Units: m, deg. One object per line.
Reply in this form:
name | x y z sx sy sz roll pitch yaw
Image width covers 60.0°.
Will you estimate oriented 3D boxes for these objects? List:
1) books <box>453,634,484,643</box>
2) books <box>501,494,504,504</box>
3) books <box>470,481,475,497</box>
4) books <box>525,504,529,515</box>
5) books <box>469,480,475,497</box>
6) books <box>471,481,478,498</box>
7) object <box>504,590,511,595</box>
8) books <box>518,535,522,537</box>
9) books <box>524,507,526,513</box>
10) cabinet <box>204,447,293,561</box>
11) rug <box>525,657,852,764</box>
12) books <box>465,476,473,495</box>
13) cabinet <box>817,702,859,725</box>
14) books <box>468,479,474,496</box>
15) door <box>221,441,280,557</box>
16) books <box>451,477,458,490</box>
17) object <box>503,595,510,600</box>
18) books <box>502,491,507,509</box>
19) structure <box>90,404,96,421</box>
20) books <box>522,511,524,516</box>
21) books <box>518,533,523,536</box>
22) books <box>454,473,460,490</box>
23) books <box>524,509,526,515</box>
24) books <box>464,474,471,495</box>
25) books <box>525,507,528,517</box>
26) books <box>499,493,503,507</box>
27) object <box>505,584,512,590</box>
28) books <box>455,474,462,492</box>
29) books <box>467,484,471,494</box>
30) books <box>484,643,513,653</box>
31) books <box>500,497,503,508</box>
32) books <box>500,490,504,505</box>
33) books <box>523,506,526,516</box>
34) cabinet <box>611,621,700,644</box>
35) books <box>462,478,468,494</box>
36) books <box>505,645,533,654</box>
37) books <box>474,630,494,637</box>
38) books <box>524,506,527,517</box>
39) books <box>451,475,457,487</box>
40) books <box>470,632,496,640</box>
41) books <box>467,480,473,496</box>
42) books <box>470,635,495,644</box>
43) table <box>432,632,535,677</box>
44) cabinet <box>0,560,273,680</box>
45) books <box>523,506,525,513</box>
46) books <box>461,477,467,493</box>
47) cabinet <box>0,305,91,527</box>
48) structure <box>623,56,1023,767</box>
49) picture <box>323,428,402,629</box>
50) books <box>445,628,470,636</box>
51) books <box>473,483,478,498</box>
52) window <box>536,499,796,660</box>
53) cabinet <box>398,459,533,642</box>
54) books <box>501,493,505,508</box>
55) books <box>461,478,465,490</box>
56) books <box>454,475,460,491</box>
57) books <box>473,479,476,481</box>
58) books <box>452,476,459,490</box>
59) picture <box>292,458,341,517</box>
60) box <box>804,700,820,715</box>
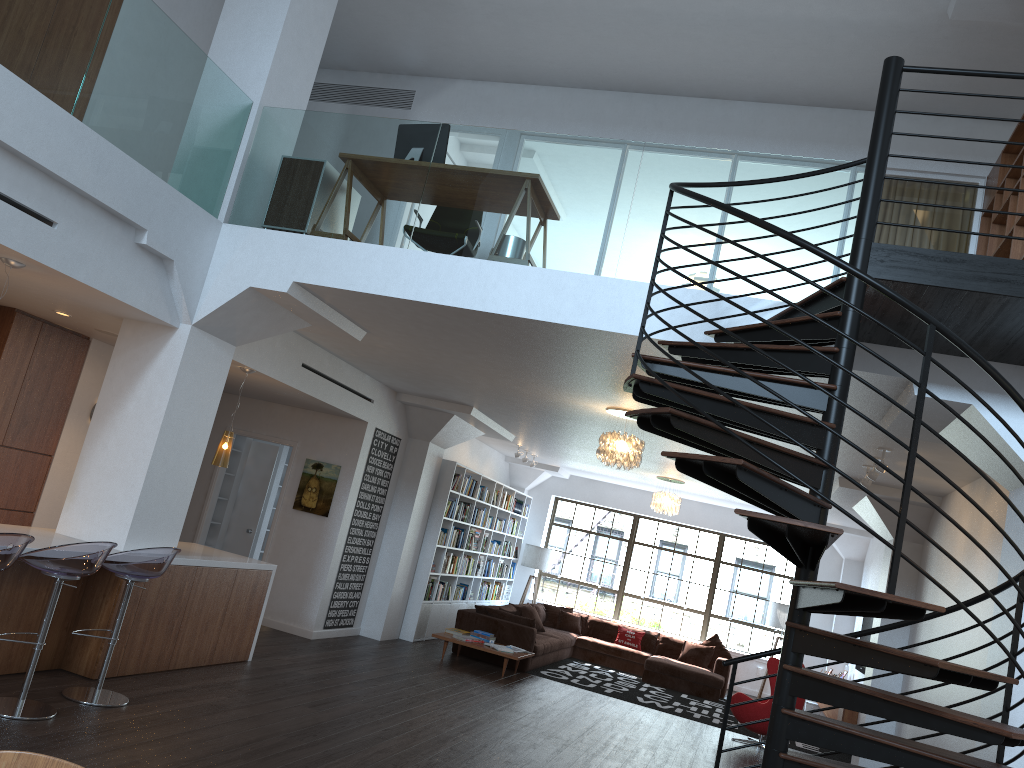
books | -0.536 3.118 10.852 0.236 0.035 0.340 5 -13 41
books | -0.236 1.895 14.509 0.159 0.241 0.038 10 -10 17
books | -0.649 1.511 12.901 0.174 0.243 0.085 10 -10 17
books | 0.211 2.296 16.132 0.140 0.231 0.042 10 -10 17
books | -0.664 1.495 12.867 0.182 0.255 0.077 10 -10 17
books | -0.624 1.528 12.999 0.182 0.255 0.077 10 -10 17
object | -0.224 3.667 15.719 0.331 0.088 0.410 10 -10 17
books | 0.021 2.696 15.889 0.284 0.035 0.197 3 -14 46
books | 0.171 2.286 15.978 0.128 0.178 0.021 10 -10 17
cabinet | -3.549 1.373 12.128 0.527 2.991 2.630 10 -10 17
rug | 2.463 4.341 12.045 4.200 0.007 3.100 10 -10 18
books | -0.704 1.443 12.729 0.197 0.290 0.136 10 -10 17
cabinet | 4.528 4.381 12.142 0.459 0.350 4.501 10 -10 17
books | -0.666 1.488 12.819 0.182 0.253 0.098 10 -10 17
door | -3.606 1.713 11.369 0.826 2.032 0.174 10 -10 17
books | -0.865 1.340 12.138 0.167 0.210 0.162 10 -10 17
object | -0.244 3.751 15.704 0.331 0.088 0.410 10 -10 17
books | -0.198 1.901 14.635 0.176 0.290 0.053 10 -10 17
structure | -4.021 0.304 8.726 0.040 0.300 0.300 10 -10 17
books | 0.154 2.280 15.889 0.110 0.153 0.019 10 -10 17
books | 0.029 2.663 15.895 0.284 0.033 0.197 7 -12 32
books | -0.826 1.350 12.263 0.159 0.248 0.089 10 -10 17
books | 0.178 2.292 15.998 0.128 0.178 0.022 10 -10 17
books | -0.715 1.429 12.669 0.176 0.293 0.125 10 -10 17
books | 0.201 2.306 16.089 0.139 0.191 0.036 10 -10 17
books | -0.267 1.861 14.376 0.189 0.247 0.057 10 -10 17
object | -0.211 3.581 15.736 0.316 0.088 0.410 10 -10 17
books | -0.813 1.359 12.304 0.170 0.251 0.118 10 -10 17
books | -0.692 1.486 12.757 0.161 0.222 0.083 10 -10 17
books | -0.160 3.184 10.727 0.231 0.040 0.342 20 -12 -32
books | -0.236 1.904 14.461 0.144 0.207 0.048 10 -10 17
books | -0.231 1.851 14.423 0.140 0.298 0.044 10 -10 17
books | 0.159 2.276 15.956 0.134 0.184 0.030 10 -10 17
cabinet | 2.396 4.566 15.208 1.520 0.625 0.350 10 -10 17
books | -0.737 1.433 12.581 0.174 0.242 0.105 10 -10 17
books | 0.072 3.289 11.005 0.256 0.035 0.350 4 -13 42
books | -0.353 3.157 11.224 0.224 0.027 0.157 9 -11 22
books | 0.188 2.294 16.052 0.136 0.196 0.045 10 -10 17
books | -0.879 1.318 12.051 0.182 0.215 0.188 10 -10 17
books | -0.364 3.186 11.222 0.279 0.035 0.191 8 -11 27
books | -0.677 1.482 12.788 0.159 0.248 0.089 10 -10 17
books | -0.369 3.221 11.210 0.312 0.037 0.216 12 -10 7
table | -0.369 3.325 10.889 1.100 0.271 0.853 10 -10 17
cabinet | -3.231 1.480 5.944 0.898 0.796 4.493 10 -10 17
books | 0.153 2.274 15.931 0.128 0.178 0.022 10 -10 17
books | -0.753 1.417 12.532 0.170 0.251 0.118 10 -10 17
cabinet | -5.228 0.106 5.825 0.598 2.499 5.299 10 -10 17
structure | 1.462 0.433 4.169 1.998 4.352 1.998 17 -11 -22
picture | -1.776 1.748 10.685 0.021 2.380 0.800 10 -10 17
books | -0.682 3.149 11.248 0.241 0.045 0.334 10 -10 18
books | -0.617 1.552 13.065 0.167 0.233 0.077 10 -10 17
window | 2.817 3.478 15.936 4.648 1.905 0.114 10 -10 17
cabinet | -0.674 2.677 13.934 0.461 2.414 4.500 10 -10 17
books | -0.221 1.904 14.552 0.171 0.246 0.057 10 -10 17
books | -0.769 1.415 12.458 0.161 0.222 0.084 10 -10 17
books | -0.829 1.357 12.230 0.161 0.222 0.084 10 -10 17
books | -0.655 1.508 12.961 0.180 0.265 0.103 10 -10 17
books | -0.840 1.351 12.198 0.161 0.218 0.101 10 -10 17
picture | -2.256 1.197 10.255 0.450 0.600 0.030 10 -10 17
box | 4.866 5.244 14.377 0.228 0.165 0.368 10 -10 17
